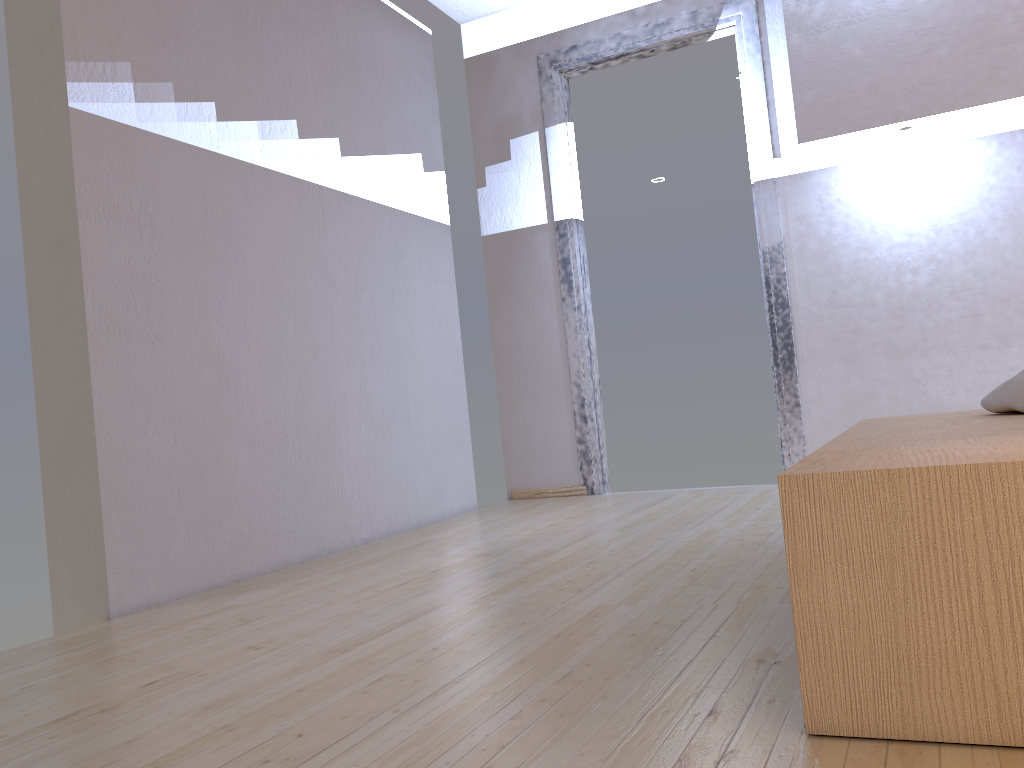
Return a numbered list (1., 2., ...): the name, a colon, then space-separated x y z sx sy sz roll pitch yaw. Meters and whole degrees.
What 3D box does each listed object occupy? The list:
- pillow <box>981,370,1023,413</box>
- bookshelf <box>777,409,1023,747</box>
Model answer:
1. pillow: 1.270 -0.073 1.773 0.470 0.241 0.498 -5 -2 -10
2. bookshelf: 0.936 0.218 1.581 0.643 0.303 1.495 -7 -2 25
